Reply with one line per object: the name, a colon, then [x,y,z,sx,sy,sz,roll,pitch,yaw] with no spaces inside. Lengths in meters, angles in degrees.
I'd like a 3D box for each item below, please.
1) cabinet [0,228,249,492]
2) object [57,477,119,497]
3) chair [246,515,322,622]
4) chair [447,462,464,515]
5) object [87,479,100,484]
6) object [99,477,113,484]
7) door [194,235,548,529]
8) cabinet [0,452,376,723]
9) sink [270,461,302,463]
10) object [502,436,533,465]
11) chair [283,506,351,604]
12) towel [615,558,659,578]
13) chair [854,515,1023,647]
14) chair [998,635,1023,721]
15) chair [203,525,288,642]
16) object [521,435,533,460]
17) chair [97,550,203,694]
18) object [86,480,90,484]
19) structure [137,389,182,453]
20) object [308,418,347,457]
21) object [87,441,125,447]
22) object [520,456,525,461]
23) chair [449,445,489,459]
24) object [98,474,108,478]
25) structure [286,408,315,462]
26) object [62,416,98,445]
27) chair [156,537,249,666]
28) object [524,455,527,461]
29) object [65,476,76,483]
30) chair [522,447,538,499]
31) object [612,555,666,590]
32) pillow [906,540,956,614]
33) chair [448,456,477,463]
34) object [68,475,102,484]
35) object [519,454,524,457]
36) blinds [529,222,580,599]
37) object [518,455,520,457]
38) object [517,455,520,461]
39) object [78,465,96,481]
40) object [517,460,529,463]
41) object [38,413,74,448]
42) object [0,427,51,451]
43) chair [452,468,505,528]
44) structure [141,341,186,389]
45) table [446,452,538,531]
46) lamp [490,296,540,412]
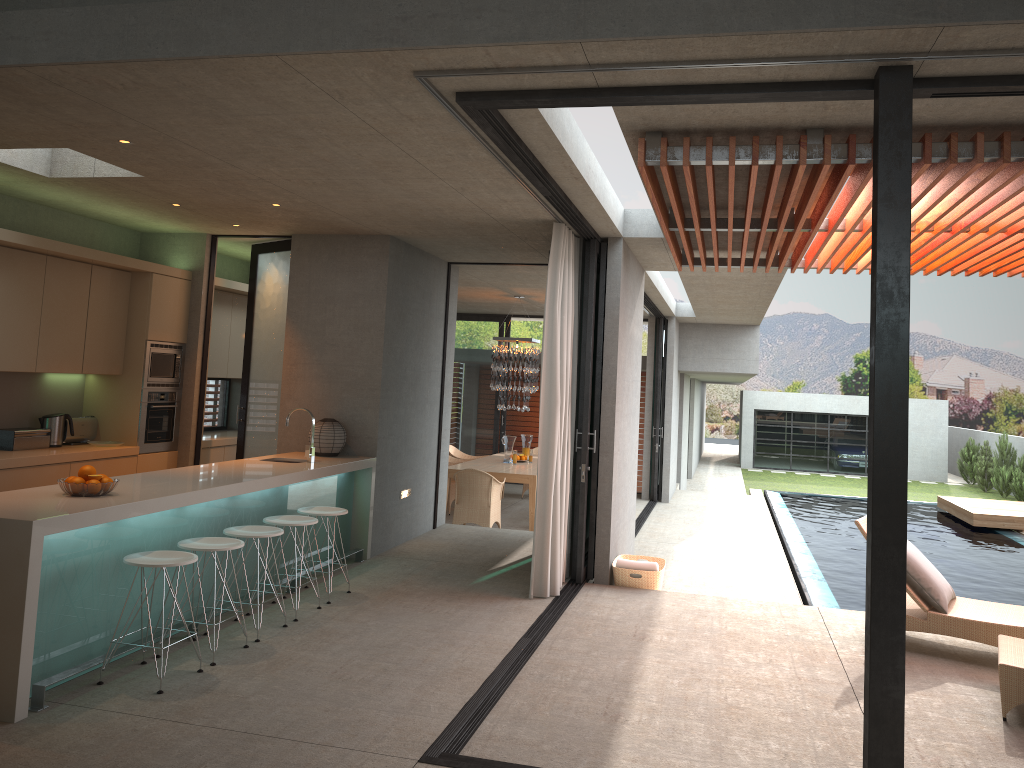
cabinet: [-3.241,0.186,6.865,1.966,2.579,7.438,2,-1,14]
object: [-2.375,0.578,4.952,0.315,0.082,0.314,3,0,14]
chair: [-1.544,1.249,6.083,0.382,0.628,0.380,2,-3,14]
chair: [-1.103,1.430,12.959,0.630,0.869,0.614,2,-3,14]
object: [-2.314,0.569,4.887,0.080,0.081,0.081,1,-3,43]
object: [-2.285,0.566,4.966,0.087,0.087,0.086,3,-2,4]
door: [-0.591,0.873,3.180,5.765,4.498,15.284,3,0,-14]
cabinet: [-2.128,1.081,6.111,0.801,0.903,4.103,2,0,14]
sink: [-1.892,0.731,7.387,0.374,0.135,0.372,3,0,14]
object: [0.050,0.965,12.993,0.325,0.389,0.538,1,-2,30]
chair: [-1.427,1.254,6.571,0.382,0.628,0.380,2,-3,14]
towel: [1.080,1.653,7.570,0.369,0.314,0.308,2,-2,14]
chair: [3.500,1.419,5.791,2.295,0.832,0.696,3,-2,33]
chair: [3.780,1.436,4.493,2.295,0.833,0.696,3,-2,29]
chair: [-1.659,1.244,5.600,0.382,0.628,0.380,2,-3,14]
object: [0.217,0.973,13.489,0.192,0.389,0.192,3,-4,-4]
chair: [-1.883,1.235,4.679,0.382,0.628,0.380,2,-3,14]
object: [-2.359,0.572,4.946,0.070,0.071,0.071,5,-3,-37]
structure: [-3.486,0.329,8.313,0.497,0.583,0.593,2,-2,14]
object: [-1.665,0.480,7.984,0.340,0.336,0.338,3,-2,5]
object: [-3.598,0.534,7.833,0.309,0.034,0.309,3,0,-18]
object: [0.157,1.113,13.106,0.080,0.081,0.081,1,-3,43]
chair: [-0.756,1.444,14.389,0.630,0.869,0.614,2,-3,14]
object: [-2.345,0.560,5.036,0.094,0.095,0.094,3,-2,2]
structure: [-1.774,0.422,7.366,0.258,0.444,0.096,2,-5,14]
object: [-3.890,0.412,7.889,0.150,0.249,0.388,2,-1,14]
chair: [-1.772,1.240,5.137,0.382,0.628,0.380,2,-3,14]
object: [0.187,1.111,13.185,0.087,0.087,0.086,3,-2,4]
object: [-2.459,0.559,4.945,0.086,0.087,0.087,4,-3,-26]
chair: [0.499,1.506,15.079,0.617,0.869,0.626,2,-3,14]
object: [1.107,1.712,7.711,0.446,0.302,0.677,3,-1,13]
pillow: [2.855,1.316,6.206,0.427,0.430,0.605,1,-2,32]
chair: [-0.929,1.437,13.674,0.630,0.869,0.614,2,-3,14]
object: [-2.367,0.558,4.895,0.173,0.101,0.096,4,-2,-31]
object: [0.143,1.067,13.155,0.070,0.048,0.071,4,-2,-26]
blinds: [0.374,0.181,7.274,0.229,2.953,0.879,2,-4,10]
object: [0.126,1.105,13.255,0.094,0.095,0.094,3,-2,2]
object: [0.070,1.104,13.095,0.094,0.095,0.094,3,-2,4]
object: [-2.396,0.505,4.983,0.094,0.095,0.094,1,-3,34]
object: [0.098,1.144,13.174,0.309,0.034,0.309,3,0,-18]
object: [-3.917,0.392,7.573,0.177,0.287,0.276,2,-3,19]
object: [-4.034,0.451,7.250,0.240,0.161,0.398,3,-1,14]
chair: [-0.433,1.467,11.050,0.617,0.869,0.626,2,-3,14]
structure: [-3.479,-0.182,8.358,0.460,0.440,0.593,2,-2,14]
table: [0.057,1.540,13.065,1.280,0.761,3.243,3,0,14]
lamp: [0.064,-0.455,13.382,0.618,1.767,0.615,2,-4,14]
